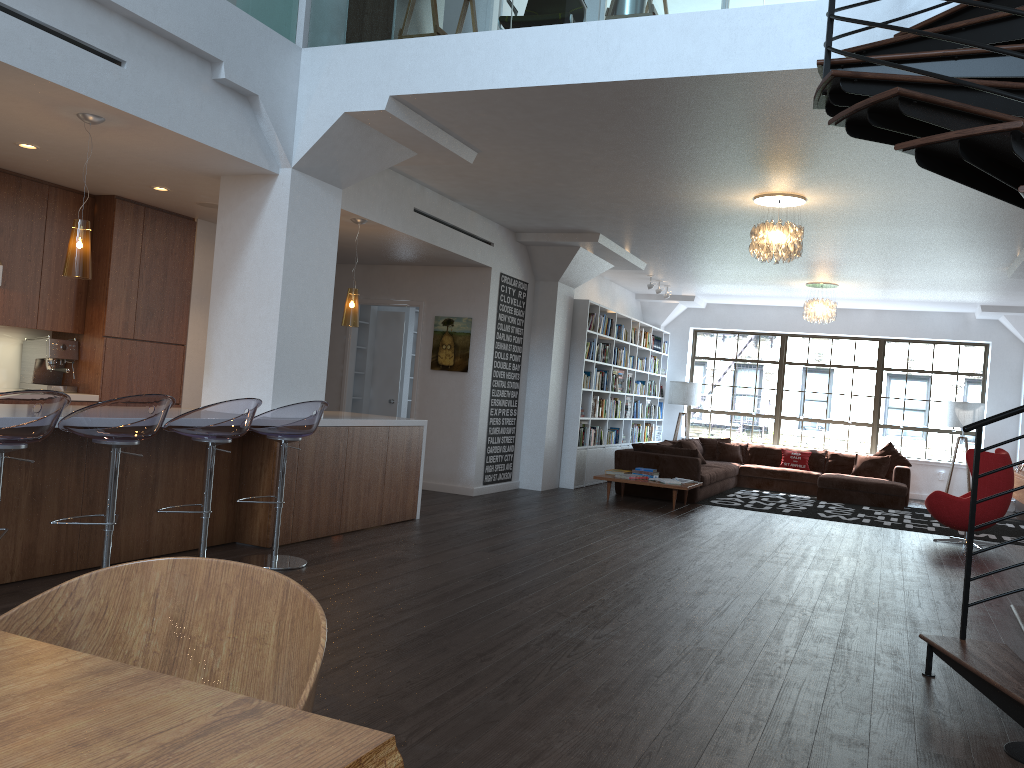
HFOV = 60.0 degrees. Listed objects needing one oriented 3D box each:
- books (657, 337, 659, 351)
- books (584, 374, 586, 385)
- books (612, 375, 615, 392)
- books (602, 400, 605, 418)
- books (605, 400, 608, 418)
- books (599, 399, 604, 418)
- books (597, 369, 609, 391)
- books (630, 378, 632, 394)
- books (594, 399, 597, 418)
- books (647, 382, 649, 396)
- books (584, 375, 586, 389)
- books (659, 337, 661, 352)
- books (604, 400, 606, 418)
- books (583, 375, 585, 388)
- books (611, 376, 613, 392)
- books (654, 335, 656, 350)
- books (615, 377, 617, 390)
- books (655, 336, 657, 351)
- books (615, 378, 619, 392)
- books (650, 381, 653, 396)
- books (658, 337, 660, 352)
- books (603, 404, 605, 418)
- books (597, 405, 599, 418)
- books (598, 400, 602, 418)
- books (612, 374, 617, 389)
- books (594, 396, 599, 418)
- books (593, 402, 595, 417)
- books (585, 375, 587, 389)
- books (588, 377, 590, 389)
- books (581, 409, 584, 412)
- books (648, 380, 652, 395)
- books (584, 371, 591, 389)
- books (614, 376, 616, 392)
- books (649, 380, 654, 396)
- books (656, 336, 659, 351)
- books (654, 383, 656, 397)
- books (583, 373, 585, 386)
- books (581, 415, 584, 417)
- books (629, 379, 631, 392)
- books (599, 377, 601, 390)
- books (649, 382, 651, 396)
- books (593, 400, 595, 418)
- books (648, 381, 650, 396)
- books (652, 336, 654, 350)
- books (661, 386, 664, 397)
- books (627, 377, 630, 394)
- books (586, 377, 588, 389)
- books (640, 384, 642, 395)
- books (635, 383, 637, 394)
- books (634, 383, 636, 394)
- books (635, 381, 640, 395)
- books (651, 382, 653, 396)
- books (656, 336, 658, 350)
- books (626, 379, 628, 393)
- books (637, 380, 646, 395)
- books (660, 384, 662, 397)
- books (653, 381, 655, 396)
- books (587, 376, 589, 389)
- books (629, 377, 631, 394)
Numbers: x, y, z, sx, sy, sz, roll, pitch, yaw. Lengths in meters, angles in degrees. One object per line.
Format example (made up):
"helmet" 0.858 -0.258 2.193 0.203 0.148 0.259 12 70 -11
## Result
"books" 2.353 -0.672 14.830 0.183 0.253 0.042 5 -1 23
"books" 0.889 -0.036 11.497 0.134 0.184 0.030 5 -1 23
"books" 1.366 -0.015 12.618 0.174 0.240 0.054 5 -1 23
"books" 1.185 0.334 12.271 0.183 0.253 0.034 5 -1 23
"books" 1.239 0.339 12.397 0.183 0.253 0.034 5 -1 23
"books" 1.168 0.333 12.242 0.183 0.253 0.034 5 -1 23
"books" 1.256 -0.051 12.369 0.176 0.294 0.102 5 -1 23
"books" 1.735 0.022 13.498 0.171 0.246 0.036 5 -1 23
"books" 1.052 0.324 11.975 0.171 0.246 0.057 5 -1 23
"books" 2.140 0.075 14.435 0.161 0.223 0.032 5 -1 23
"books" 0.884 -0.033 11.471 0.128 0.178 0.021 5 -1 23
"books" 2.408 -0.667 14.949 0.183 0.253 0.042 5 -1 23
"books" 1.224 0.340 12.371 0.160 0.250 0.026 5 -1 23
"books" 0.878 -0.034 11.450 0.128 0.178 0.022 5 -1 23
"books" 1.347 -0.008 12.579 0.161 0.223 0.032 5 -1 23
"books" 2.268 -0.681 14.629 0.183 0.253 0.042 5 -1 23
"books" 1.416 -0.001 12.759 0.161 0.223 0.033 5 -1 23
"books" 2.301 -0.678 14.710 0.183 0.253 0.042 5 -1 23
"books" 1.457 0.012 12.832 0.161 0.207 0.135 5 -1 23
"books" 2.226 0.073 14.648 0.171 0.246 0.039 5 -1 23
"books" 2.375 -0.670 14.868 0.183 0.253 0.042 5 -1 23
"books" 1.194 0.335 12.303 0.183 0.253 0.034 5 -1 23
"books" 1.099 0.341 12.088 0.161 0.223 0.026 5 -1 23
"books" 1.138 0.333 12.166 0.171 0.246 0.057 5 -1 23
"books" 1.401 -0.018 12.726 0.183 0.253 0.042 5 -1 23
"books" 1.084 0.305 12.052 0.176 0.290 0.053 5 -1 23
"books" 1.027 0.341 11.887 0.144 0.207 0.048 5 -1 23
"books" 0.900 -0.032 11.520 0.128 0.178 0.022 5 -1 23
"books" 0.956 -0.018 11.606 0.106 0.162 0.032 5 -1 23
"books" 0.822 0.340 11.511 0.174 0.032 0.254 5 -1 18
"books" 2.194 0.066 14.582 0.183 0.253 0.042 5 -1 23
"books" 0.967 -0.052 11.668 0.140 0.231 0.042 5 -1 23
"books" 1.399 -0.003 12.686 0.161 0.223 0.032 5 -1 23
"books" 2.253 0.069 14.722 0.180 0.259 0.042 5 -1 23
"books" 2.341 -0.674 14.788 0.183 0.253 0.042 5 -1 23
"books" 2.325 0.089 14.883 0.174 0.236 0.142 5 -1 23
"books" 0.864 -0.046 11.434 0.127 0.200 0.020 5 -1 23
"books" 0.821 0.407 11.514 0.197 0.035 0.284 5 -1 13
"books" 1.703 0.030 13.399 0.161 0.223 0.030 5 -1 23
"books" 1.125 -0.031 12.055 0.161 0.223 0.026 5 -1 23
"books" 2.191 0.080 14.542 0.161 0.223 0.032 5 -1 23
"books" 1.031 0.325 11.933 0.159 0.241 0.038 5 -1 23
"books" 2.158 0.069 14.474 0.174 0.240 0.054 5 -1 23
"books" 2.238 -0.670 14.513 0.161 0.223 0.032 5 -1 23
"books" 2.517 0.119 15.316 0.182 0.215 0.188 5 -1 23
"books" 1.673 0.012 13.336 0.174 0.251 0.051 5 -1 23
"books" 0.927 -0.017 11.549 0.110 0.153 0.019 5 -1 23
"books" 1.981 0.081 14.032 0.128 0.178 0.022 5 -1 23
"books" 1.875 0.073 13.781 0.109 0.171 0.017 5 -1 23
"books" 1.839 0.066 13.700 0.128 0.178 0.021 5 -1 23
"books" 1.922 0.061 13.910 0.140 0.206 0.042 5 -1 23
"books" 2.239 0.072 14.685 0.160 0.251 0.039 5 -1 23
"books" 2.320 -0.676 14.750 0.183 0.253 0.042 5 -1 23
"books" 1.655 0.025 13.299 0.161 0.223 0.030 5 -1 23
"books" 2.070 0.063 14.249 0.140 0.231 0.042 5 -1 23
"books" 2.476 0.111 15.275 0.182 0.226 0.173 5 -1 23
"books" 2.292 0.076 14.800 0.183 0.253 0.042 5 -1 23
"books" 0.940 -0.022 11.584 0.120 0.167 0.020 5 -1 23
"books" 1.704 0.017 13.436 0.183 0.253 0.039 5 -1 23
